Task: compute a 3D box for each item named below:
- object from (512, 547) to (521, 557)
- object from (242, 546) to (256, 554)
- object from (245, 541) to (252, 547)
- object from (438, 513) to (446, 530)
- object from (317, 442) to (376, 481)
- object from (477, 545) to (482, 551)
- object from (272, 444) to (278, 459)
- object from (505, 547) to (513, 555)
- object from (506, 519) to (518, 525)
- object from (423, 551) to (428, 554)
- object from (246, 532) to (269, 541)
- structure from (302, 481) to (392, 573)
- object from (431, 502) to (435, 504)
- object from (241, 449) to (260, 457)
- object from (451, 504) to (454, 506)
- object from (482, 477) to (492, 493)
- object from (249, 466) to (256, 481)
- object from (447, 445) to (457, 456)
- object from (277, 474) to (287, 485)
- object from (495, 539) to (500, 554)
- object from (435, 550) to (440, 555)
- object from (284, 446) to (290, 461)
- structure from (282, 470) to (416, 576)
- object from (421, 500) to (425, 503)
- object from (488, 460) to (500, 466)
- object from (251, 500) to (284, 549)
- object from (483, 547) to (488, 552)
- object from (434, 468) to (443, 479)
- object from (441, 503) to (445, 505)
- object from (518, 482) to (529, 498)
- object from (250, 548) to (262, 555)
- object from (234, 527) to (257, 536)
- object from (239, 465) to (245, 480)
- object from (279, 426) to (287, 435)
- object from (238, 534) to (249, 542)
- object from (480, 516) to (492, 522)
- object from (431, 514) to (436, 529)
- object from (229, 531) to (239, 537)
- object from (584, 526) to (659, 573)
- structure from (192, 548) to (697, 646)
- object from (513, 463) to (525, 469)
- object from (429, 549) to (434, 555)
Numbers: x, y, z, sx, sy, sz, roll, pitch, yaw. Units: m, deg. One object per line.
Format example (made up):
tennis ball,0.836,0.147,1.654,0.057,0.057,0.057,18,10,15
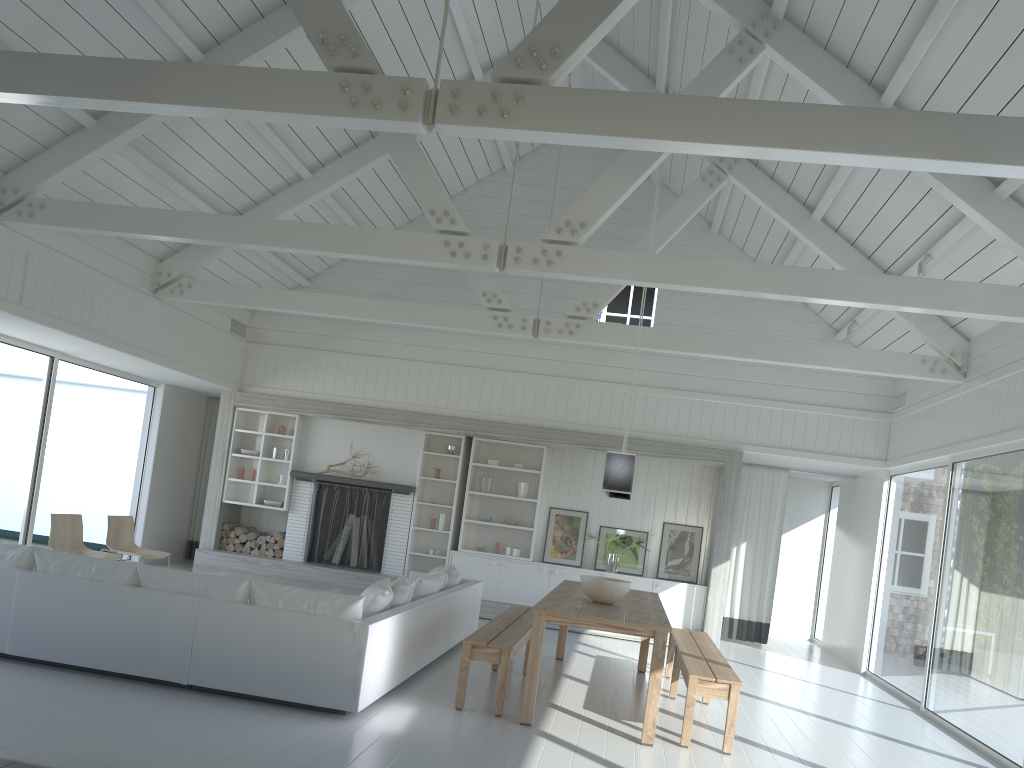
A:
object,0.057,2.105,11.051,0.085,0.111,0.086,4,-6,43
object,-3.404,2.173,11.646,0.105,0.114,0.521,7,-8,8
object,-3.385,2.101,11.626,0.080,0.079,0.482,7,-8,7
object,-0.894,1.755,11.224,0.072,0.210,0.072,7,-2,8
object,-2.009,0.960,11.171,0.787,0.500,0.457,10,-5,-22
object,-0.412,2.073,11.130,0.054,0.071,0.054,9,-4,-13
object,-3.075,0.879,11.460,0.054,0.195,0.054,7,-2,9
object,-0.028,2.113,11.131,0.091,0.095,0.091,3,-6,42
object,-0.007,1.765,11.244,0.141,0.066,0.142,7,-7,8
object,-1.100,2.148,11.237,0.054,0.025,0.055,7,-7,8
object,-3.357,2.012,11.640,0.109,0.109,0.498,7,-8,7
structure,-2.100,1.807,11.145,1.096,1.059,0.117,7,-2,8
object,-1.007,1.513,11.236,0.054,0.025,0.055,7,-7,8
object,-3.411,0.905,11.519,0.242,0.072,0.244,8,-8,-7
object,-0.760,1.557,11.311,0.054,0.025,0.055,7,-7,8
object,-0.322,1.285,11.167,0.102,0.196,0.103,7,-3,8
object,-3.378,1.165,11.486,0.054,0.195,0.054,7,-2,9
object,-0.770,0.848,11.225,0.161,0.123,0.163,3,-8,41
object,-2.986,1.242,11.427,0.137,0.129,0.138,8,-5,-4
object,-0.179,2.039,11.116,0.054,0.195,0.054,7,-2,8
object,-0.949,2.146,11.215,0.058,0.061,0.058,7,-5,8
object,-2.912,0.897,11.437,0.054,0.195,0.054,7,-2,9
structure,-2.057,1.885,11.496,1.613,1.281,0.865,7,-4,8
object,-1.131,1.492,11.198,0.054,0.025,0.055,7,-7,8
object,-0.235,1.003,11.169,0.141,0.066,0.142,7,-7,8
object,-3.197,1.847,11.590,0.342,0.640,0.615,8,-5,-6
object,-0.341,2.090,11.146,0.058,0.061,0.057,9,-5,-14
object,-0.945,1.150,11.260,0.138,0.129,0.136,12,-7,-39
object,-0.884,1.535,11.274,0.054,0.025,0.055,7,-7,8
object,0.138,1.337,11.102,0.103,0.196,0.102,10,-4,-37
object,-3.282,2.221,11.636,0.134,0.146,0.553,7,-8,8
object,-3.522,1.949,11.666,0.110,0.110,0.498,7,-8,7
object,-3.528,1.148,11.507,0.054,0.195,0.054,7,-2,9
object,-2.978,0.603,11.451,0.060,0.126,0.231,10,-7,-37
object,-3.463,2.035,11.653,0.109,0.109,0.498,7,-8,7
object,-0.329,1.708,11.146,0.141,0.066,0.142,7,-7,8
object,-0.999,1.751,11.241,0.054,0.195,0.054,7,-2,8
object,-3.601,1.981,11.661,0.080,0.079,0.482,7,-8,7
object,1.291,1.994,10.729,0.970,0.627,0.627,7,-5,6
structure,-0.762,2.746,11.582,6.337,0.345,1.899,6,-8,8
object,0.087,1.060,11.267,0.141,0.066,0.142,7,-7,8
object,-1.021,2.133,11.227,0.054,0.071,0.055,7,-4,7
